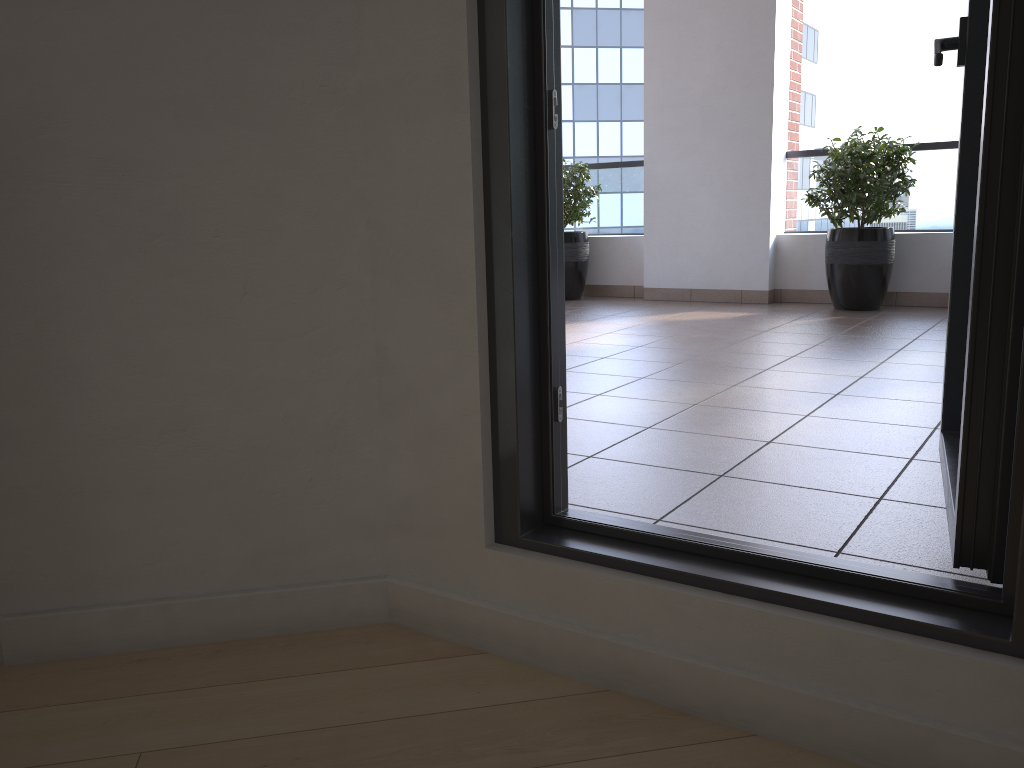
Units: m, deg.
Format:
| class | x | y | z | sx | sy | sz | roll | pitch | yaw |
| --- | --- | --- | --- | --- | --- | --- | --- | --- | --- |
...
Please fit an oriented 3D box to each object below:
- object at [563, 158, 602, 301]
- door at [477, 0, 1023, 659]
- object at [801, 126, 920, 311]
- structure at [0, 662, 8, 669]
| class | x | y | z | sx | sy | sz | roll | pitch | yaw |
| --- | --- | --- | --- | --- | --- | --- | --- | --- | --- |
| object | 0.384 | -1.238 | 7.272 | 0.681 | 1.264 | 0.691 | 7 | 14 | 37 |
| door | 0.564 | -0.974 | 1.547 | 0.905 | 2.500 | 0.924 | 6 | 13 | 33 |
| object | 2.305 | -1.037 | 5.955 | 0.731 | 1.338 | 0.721 | 7 | 14 | 37 |
| structure | -3.209 | 1.916 | 0.921 | 2.823 | 4.339 | 4.190 | 6 | 13 | 33 |
